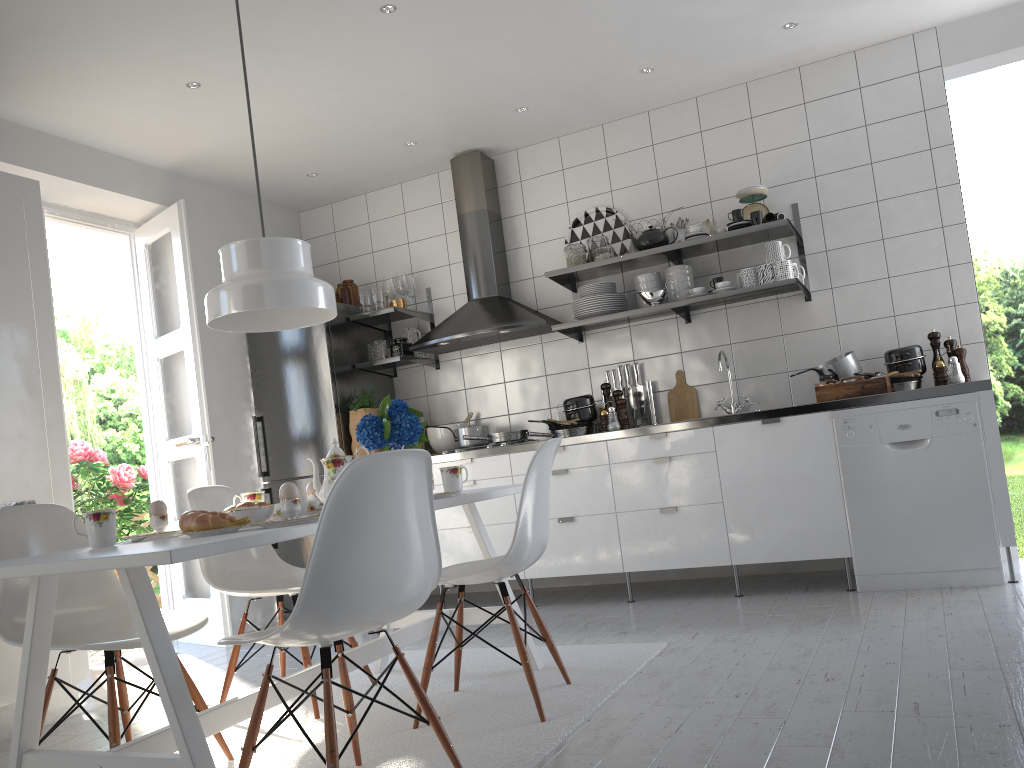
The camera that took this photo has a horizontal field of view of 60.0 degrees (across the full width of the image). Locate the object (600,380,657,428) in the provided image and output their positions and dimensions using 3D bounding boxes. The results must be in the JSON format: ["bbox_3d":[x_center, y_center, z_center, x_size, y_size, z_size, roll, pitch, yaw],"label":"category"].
[{"bbox_3d":[0.644,0.132,4.886,0.322,0.260,0.067,-9,-4,25],"label":"object"}]

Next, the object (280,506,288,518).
[{"bbox_3d":[-0.604,0.324,2.428,0.069,0.102,0.065,-9,-4,25],"label":"object"}]

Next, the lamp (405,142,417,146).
[{"bbox_3d":[-0.564,-1.344,4.925,0.064,0.030,0.064,-9,-5,17],"label":"lamp"}]

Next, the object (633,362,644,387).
[{"bbox_3d":[0.693,-0.053,4.861,0.046,0.132,0.022,-9,-3,28],"label":"object"}]

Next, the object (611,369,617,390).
[{"bbox_3d":[0.570,-0.024,4.920,0.028,0.114,0.019,-8,-3,20],"label":"object"}]

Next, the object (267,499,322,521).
[{"bbox_3d":[-0.638,0.350,2.574,0.187,0.083,0.140,-9,-5,25],"label":"object"}]

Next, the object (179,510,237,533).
[{"bbox_3d":[-0.738,0.329,2.142,0.124,0.057,0.161,-6,-5,-11],"label":"object"}]

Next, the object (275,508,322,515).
[{"bbox_3d":[-0.609,0.361,2.506,0.180,0.001,0.022,-7,-5,-1],"label":"object"}]

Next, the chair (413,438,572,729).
[{"bbox_3d":[-0.064,0.598,2.760,0.543,0.799,0.465,-8,-4,14],"label":"chair"}]

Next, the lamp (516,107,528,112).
[{"bbox_3d":[0.050,-1.448,4.640,0.064,0.030,0.064,-9,-5,17],"label":"lamp"}]

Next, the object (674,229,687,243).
[{"bbox_3d":[0.905,-0.750,4.689,0.084,0.130,0.084,-7,-4,3],"label":"object"}]

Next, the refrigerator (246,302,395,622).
[{"bbox_3d":[-1.094,0.463,5.368,0.577,1.796,0.694,-9,-3,24],"label":"refrigerator"}]

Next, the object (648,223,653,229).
[{"bbox_3d":[0.770,-0.774,4.817,0.025,0.227,0.086,-7,-3,-6],"label":"object"}]

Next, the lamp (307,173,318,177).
[{"bbox_3d":[-1.177,-1.240,5.210,0.064,0.030,0.064,-9,-5,17],"label":"lamp"}]

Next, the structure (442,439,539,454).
[{"bbox_3d":[-0.120,0.348,4.934,0.468,0.029,0.490,-10,-6,24],"label":"structure"}]

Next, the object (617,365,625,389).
[{"bbox_3d":[0.604,-0.039,4.903,0.033,0.132,0.022,-9,-3,29],"label":"object"}]

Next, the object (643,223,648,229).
[{"bbox_3d":[0.743,-0.771,4.836,0.029,0.232,0.063,-8,-3,12],"label":"object"}]

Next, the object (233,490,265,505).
[{"bbox_3d":[-0.833,0.394,2.846,0.078,0.095,0.091,-9,-4,23],"label":"object"}]

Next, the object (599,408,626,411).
[{"bbox_3d":[0.547,0.194,4.827,0.115,0.144,0.128,-5,-4,-27],"label":"object"}]

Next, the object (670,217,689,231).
[{"bbox_3d":[0.898,-0.791,4.704,0.105,0.203,0.077,-9,-3,22],"label":"object"}]

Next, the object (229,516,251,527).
[{"bbox_3d":[-0.685,0.342,2.135,0.109,0.036,0.070,-6,-5,-17],"label":"object"}]

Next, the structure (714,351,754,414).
[{"bbox_3d":[1.142,0.000,4.562,0.189,0.352,0.275,-7,-4,1],"label":"structure"}]

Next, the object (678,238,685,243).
[{"bbox_3d":[0.896,-0.719,4.562,0.079,0.047,0.082,-7,-5,-1],"label":"object"}]

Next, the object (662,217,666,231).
[{"bbox_3d":[0.799,-0.781,4.767,0.086,0.226,0.027,-8,-3,8],"label":"object"}]

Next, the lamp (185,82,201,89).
[{"bbox_3d":[-1.407,-1.328,3.907,0.064,0.030,0.064,-9,-5,17],"label":"lamp"}]

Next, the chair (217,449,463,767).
[{"bbox_3d":[-0.397,0.578,2.057,0.544,0.799,0.464,-10,-4,39],"label":"chair"}]

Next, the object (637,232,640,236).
[{"bbox_3d":[0.706,-0.744,4.814,0.023,0.186,0.081,-7,-3,-2],"label":"object"}]

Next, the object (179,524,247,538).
[{"bbox_3d":[-0.718,0.356,2.135,0.158,0.016,0.158,-7,-5,-5],"label":"object"}]

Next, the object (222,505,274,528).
[{"bbox_3d":[-0.725,0.360,2.408,0.158,0.058,0.158,-9,-5,14],"label":"object"}]

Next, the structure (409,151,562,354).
[{"bbox_3d":[-0.225,-0.790,5.083,0.870,1.090,0.472,-9,-4,25],"label":"structure"}]

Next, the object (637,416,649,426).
[{"bbox_3d":[0.714,0.210,4.809,0.069,0.068,0.029,-10,-4,30],"label":"object"}]

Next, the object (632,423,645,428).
[{"bbox_3d":[0.683,0.227,4.751,0.072,0.031,0.070,-9,-5,24],"label":"object"}]

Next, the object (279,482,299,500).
[{"bbox_3d":[-0.541,0.270,2.151,0.048,0.063,0.048,-9,-4,29],"label":"object"}]

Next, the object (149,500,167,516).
[{"bbox_3d":[-0.966,0.348,2.419,0.048,0.063,0.048,-9,-4,29],"label":"object"}]

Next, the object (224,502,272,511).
[{"bbox_3d":[-0.795,0.384,2.669,0.160,0.057,0.124,-6,-5,-11],"label":"object"}]

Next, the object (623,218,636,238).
[{"bbox_3d":[0.662,-0.775,4.753,0.113,0.249,0.021,-9,-3,29],"label":"object"}]

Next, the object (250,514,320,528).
[{"bbox_3d":[-0.532,0.333,2.148,0.201,0.016,0.200,-11,-7,39],"label":"object"}]

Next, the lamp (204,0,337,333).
[{"bbox_3d":[-0.789,-0.842,2.655,0.373,1.320,0.375,-5,-4,-34],"label":"lamp"}]

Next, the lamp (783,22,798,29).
[{"bbox_3d":[1.278,-1.656,4.070,0.064,0.030,0.064,-9,-5,17],"label":"lamp"}]

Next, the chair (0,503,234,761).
[{"bbox_3d":[-1.138,0.709,2.458,0.543,0.799,0.465,-9,-4,24],"label":"chair"}]

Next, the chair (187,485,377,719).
[{"bbox_3d":[-0.828,0.729,3.130,0.543,0.799,0.465,-9,-4,19],"label":"chair"}]

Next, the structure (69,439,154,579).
[{"bbox_3d":[-2.928,1.016,6.007,1.265,1.277,1.175,-9,-4,26],"label":"structure"}]

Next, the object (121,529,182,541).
[{"bbox_3d":[-0.959,0.412,2.417,0.200,0.016,0.201,-5,-5,-20],"label":"object"}]

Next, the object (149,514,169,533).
[{"bbox_3d":[-0.962,0.385,2.418,0.048,0.057,0.048,-6,-4,-25],"label":"object"}]

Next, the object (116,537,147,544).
[{"bbox_3d":[-1.008,0.411,2.315,0.140,0.011,0.032,-9,-5,21],"label":"object"}]

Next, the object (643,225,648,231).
[{"bbox_3d":[0.742,-0.766,4.815,0.028,0.220,0.101,-7,-3,-4],"label":"object"}]

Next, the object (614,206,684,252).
[{"bbox_3d":[0.747,-0.799,4.764,0.378,0.278,0.198,-8,-4,7],"label":"object"}]

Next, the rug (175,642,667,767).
[{"bbox_3d":[-0.548,1.047,2.560,1.429,0.004,2.310,-10,-6,24],"label":"rug"}]

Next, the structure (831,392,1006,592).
[{"bbox_3d":[1.807,0.476,3.966,0.575,0.789,0.508,-9,-4,25],"label":"structure"}]

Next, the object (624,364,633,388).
[{"bbox_3d":[0.642,-0.045,4.885,0.033,0.132,0.022,-9,-3,29],"label":"object"}]

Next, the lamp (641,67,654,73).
[{"bbox_3d":[0.664,-1.552,4.355,0.064,0.030,0.064,-9,-5,17],"label":"lamp"}]

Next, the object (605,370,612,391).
[{"bbox_3d":[0.538,-0.019,4.934,0.028,0.114,0.019,-8,-3,20],"label":"object"}]

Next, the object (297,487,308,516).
[{"bbox_3d":[-0.580,0.315,2.366,0.069,0.102,0.065,-9,-4,25],"label":"object"}]

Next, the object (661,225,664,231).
[{"bbox_3d":[0.783,-0.760,4.727,0.090,0.180,0.023,-7,-3,-2],"label":"object"}]

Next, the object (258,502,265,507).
[{"bbox_3d":[-0.678,0.333,2.378,0.031,0.032,0.138,-6,-5,-21],"label":"object"}]

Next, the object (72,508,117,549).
[{"bbox_3d":[-1.035,0.364,2.223,0.091,0.095,0.078,-8,-4,11],"label":"object"}]

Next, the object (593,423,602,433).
[{"bbox_3d":[0.464,0.249,4.888,0.066,0.067,0.053,-6,-4,-15],"label":"object"}]

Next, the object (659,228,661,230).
[{"bbox_3d":[0.767,-0.756,4.779,0.029,0.187,0.153,-10,-4,38],"label":"object"}]

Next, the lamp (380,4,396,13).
[{"bbox_3d":[-0.487,-1.483,3.480,0.064,0.030,0.064,-9,-5,17],"label":"lamp"}]
